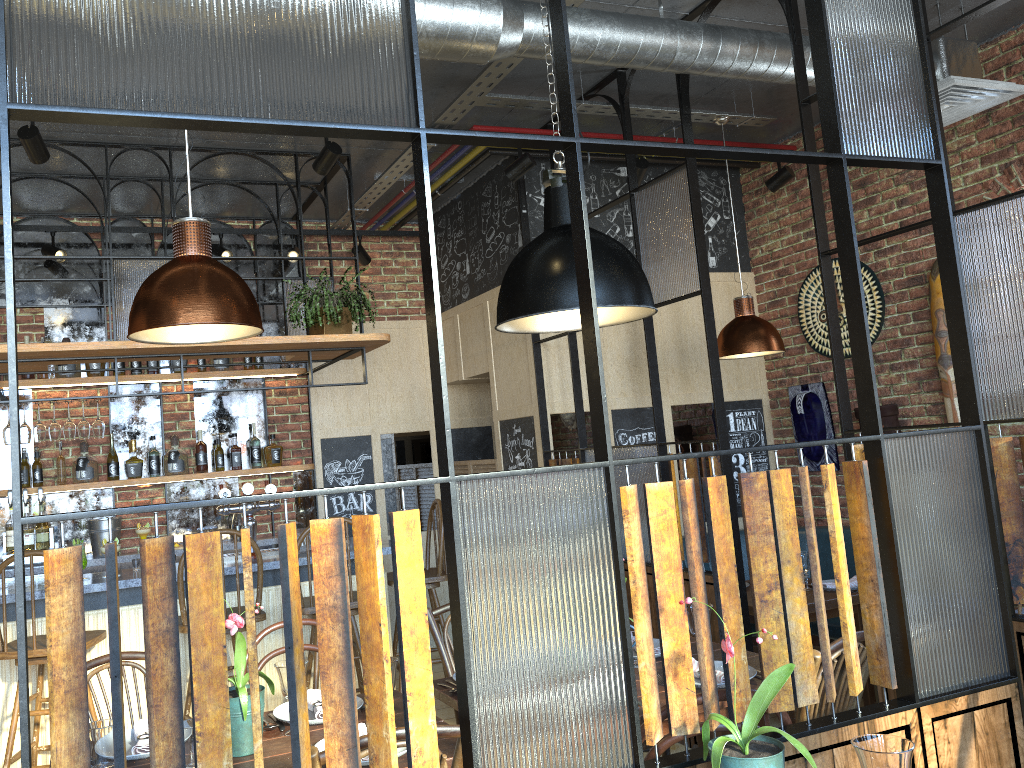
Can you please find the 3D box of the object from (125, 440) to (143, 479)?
[{"bbox_3d":[-2.568,0.512,5.987,0.113,0.266,0.120,-3,-6,-23],"label":"object"}]

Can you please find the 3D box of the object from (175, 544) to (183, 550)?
[{"bbox_3d":[-2.183,1.100,6.011,0.310,0.019,0.242,-4,-4,-15],"label":"object"}]

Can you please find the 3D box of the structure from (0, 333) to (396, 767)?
[{"bbox_3d":[-1.999,0.933,5.312,2.261,2.181,1.794,-3,-6,-24],"label":"structure"}]

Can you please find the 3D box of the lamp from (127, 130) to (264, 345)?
[{"bbox_3d":[-0.934,-0.799,2.510,0.384,1.339,0.351,-10,-7,38],"label":"lamp"}]

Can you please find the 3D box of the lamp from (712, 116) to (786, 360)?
[{"bbox_3d":[1.231,-0.817,4.858,0.353,1.339,0.382,-2,-7,-32],"label":"lamp"}]

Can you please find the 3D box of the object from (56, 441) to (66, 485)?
[{"bbox_3d":[-2.979,0.524,5.821,0.057,0.289,0.054,-7,-6,14],"label":"object"}]

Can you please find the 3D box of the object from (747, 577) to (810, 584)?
[{"bbox_3d":[1.476,1.072,4.898,0.334,0.051,0.261,-6,-4,19],"label":"object"}]

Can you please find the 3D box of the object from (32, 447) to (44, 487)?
[{"bbox_3d":[-3.109,0.544,5.774,0.063,0.264,0.069,-1,-7,-37],"label":"object"}]

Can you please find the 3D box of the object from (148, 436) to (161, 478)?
[{"bbox_3d":[-2.462,0.499,6.059,0.073,0.285,0.078,-3,-6,-23],"label":"object"}]

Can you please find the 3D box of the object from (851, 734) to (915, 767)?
[{"bbox_3d":[0.640,0.707,1.492,0.103,0.192,0.094,-10,-7,41],"label":"object"}]

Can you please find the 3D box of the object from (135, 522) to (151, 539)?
[{"bbox_3d":[-2.486,1.031,5.943,0.106,0.198,0.105,-6,-5,3],"label":"object"}]

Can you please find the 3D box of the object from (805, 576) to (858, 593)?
[{"bbox_3d":[1.682,1.031,4.566,0.261,0.051,0.333,-3,-4,-21],"label":"object"}]

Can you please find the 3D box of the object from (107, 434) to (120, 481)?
[{"bbox_3d":[-2.700,0.494,5.955,0.077,0.319,0.084,0,-8,-44],"label":"object"}]

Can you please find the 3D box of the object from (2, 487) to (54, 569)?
[{"bbox_3d":[-3.110,0.915,5.654,0.300,0.493,0.211,-3,-6,-24],"label":"object"}]

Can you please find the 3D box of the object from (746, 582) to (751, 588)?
[{"bbox_3d":[1.134,1.094,4.790,0.315,0.051,0.276,-3,-4,-21],"label":"object"}]

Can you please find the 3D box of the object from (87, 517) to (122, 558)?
[{"bbox_3d":[-2.686,1.015,5.821,0.225,0.246,0.208,-8,-6,26],"label":"object"}]

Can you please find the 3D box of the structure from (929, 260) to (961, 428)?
[{"bbox_3d":[2.336,-0.131,4.669,0.090,1.124,0.239,-3,-6,-26],"label":"structure"}]

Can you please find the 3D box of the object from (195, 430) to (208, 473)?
[{"bbox_3d":[-2.179,0.473,6.175,0.085,0.304,0.086,-5,-6,-5],"label":"object"}]

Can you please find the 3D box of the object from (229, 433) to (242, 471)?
[{"bbox_3d":[-1.960,0.480,6.247,0.075,0.264,0.081,-3,-6,-23],"label":"object"}]

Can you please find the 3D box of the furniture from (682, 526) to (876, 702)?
[{"bbox_3d":[1.506,1.289,4.926,1.442,0.825,1.488,-3,-5,-24],"label":"furniture"}]

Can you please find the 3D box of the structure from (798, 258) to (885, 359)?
[{"bbox_3d":[1.988,-0.461,5.386,0.076,0.621,0.684,-2,-6,-28],"label":"structure"}]

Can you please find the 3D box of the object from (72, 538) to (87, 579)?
[{"bbox_3d":[-2.237,0.903,4.563,0.065,0.212,0.072,0,-8,-41],"label":"object"}]

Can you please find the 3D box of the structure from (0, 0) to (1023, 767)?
[{"bbox_3d":[-1.295,0.166,3.461,5.578,3.337,6.295,-1,-6,-41],"label":"structure"}]

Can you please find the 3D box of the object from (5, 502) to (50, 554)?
[{"bbox_3d":[-3.116,0.923,5.667,0.250,0.304,0.088,-3,-6,-22],"label":"object"}]

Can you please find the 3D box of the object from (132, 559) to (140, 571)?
[{"bbox_3d":[-2.044,0.982,4.791,0.040,0.059,0.043,-2,-6,-35],"label":"object"}]

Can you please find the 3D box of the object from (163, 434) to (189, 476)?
[{"bbox_3d":[-2.326,0.490,6.092,0.166,0.284,0.124,-4,-6,-10],"label":"object"}]

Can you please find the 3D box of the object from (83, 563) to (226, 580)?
[{"bbox_3d":[-1.904,0.936,4.633,0.742,0.106,0.206,-3,-5,-23],"label":"object"}]

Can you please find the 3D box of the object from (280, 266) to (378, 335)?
[{"bbox_3d":[-0.991,-0.453,5.067,0.633,0.370,0.475,-9,-6,43],"label":"object"}]

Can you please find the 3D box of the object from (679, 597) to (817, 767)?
[{"bbox_3d":[0.445,0.617,1.652,0.212,0.428,0.136,-6,-6,10],"label":"object"}]

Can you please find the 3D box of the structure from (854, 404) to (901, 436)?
[{"bbox_3d":[2.144,0.451,5.093,0.155,0.657,0.268,-3,-6,-25],"label":"structure"}]

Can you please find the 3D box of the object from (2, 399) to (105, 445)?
[{"bbox_3d":[-2.402,0.199,4.625,0.481,0.208,0.068,-3,-6,-23],"label":"object"}]

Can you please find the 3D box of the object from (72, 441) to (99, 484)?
[{"bbox_3d":[-2.847,0.519,5.873,0.166,0.284,0.124,-4,-6,-10],"label":"object"}]

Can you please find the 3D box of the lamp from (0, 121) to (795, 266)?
[{"bbox_3d":[-0.984,-1.270,3.339,6.986,0.275,6.458,-3,-4,-24],"label":"lamp"}]

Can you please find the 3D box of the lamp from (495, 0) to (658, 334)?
[{"bbox_3d":[0.146,-0.864,2.955,0.520,1.331,0.536,-4,-6,-12],"label":"lamp"}]

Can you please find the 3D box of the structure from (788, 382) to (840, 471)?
[{"bbox_3d":[1.894,0.279,5.616,0.110,0.561,0.334,-3,-6,-26],"label":"structure"}]

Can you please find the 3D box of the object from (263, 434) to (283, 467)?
[{"bbox_3d":[-1.715,0.479,6.334,0.137,0.236,0.093,-1,-7,-38],"label":"object"}]

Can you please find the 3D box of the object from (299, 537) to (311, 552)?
[{"bbox_3d":[-1.204,0.911,5.017,0.095,0.091,0.169,-9,-6,40],"label":"object"}]

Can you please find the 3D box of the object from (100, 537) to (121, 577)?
[{"bbox_3d":[-2.095,0.900,4.601,0.106,0.198,0.105,-6,-5,3],"label":"object"}]

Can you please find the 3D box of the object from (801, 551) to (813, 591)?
[{"bbox_3d":[1.530,0.975,4.598,0.094,0.192,0.103,0,-8,-44],"label":"object"}]

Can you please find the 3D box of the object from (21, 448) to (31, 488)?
[{"bbox_3d":[-3.178,0.548,5.746,0.066,0.264,0.066,-5,-6,-3],"label":"object"}]

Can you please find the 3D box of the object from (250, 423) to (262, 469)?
[{"bbox_3d":[-1.843,0.442,6.322,0.075,0.331,0.075,-5,-6,-1],"label":"object"}]

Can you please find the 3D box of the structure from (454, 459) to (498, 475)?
[{"bbox_3d":[-1.828,1.073,4.794,1.326,0.998,4.767,-9,-6,40],"label":"structure"}]

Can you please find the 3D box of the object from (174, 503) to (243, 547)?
[{"bbox_3d":[-2.094,0.963,6.089,0.475,0.289,0.091,-3,-6,-22],"label":"object"}]

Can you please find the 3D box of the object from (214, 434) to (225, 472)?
[{"bbox_3d":[-2.063,0.485,6.207,0.063,0.264,0.069,0,-8,-43],"label":"object"}]
